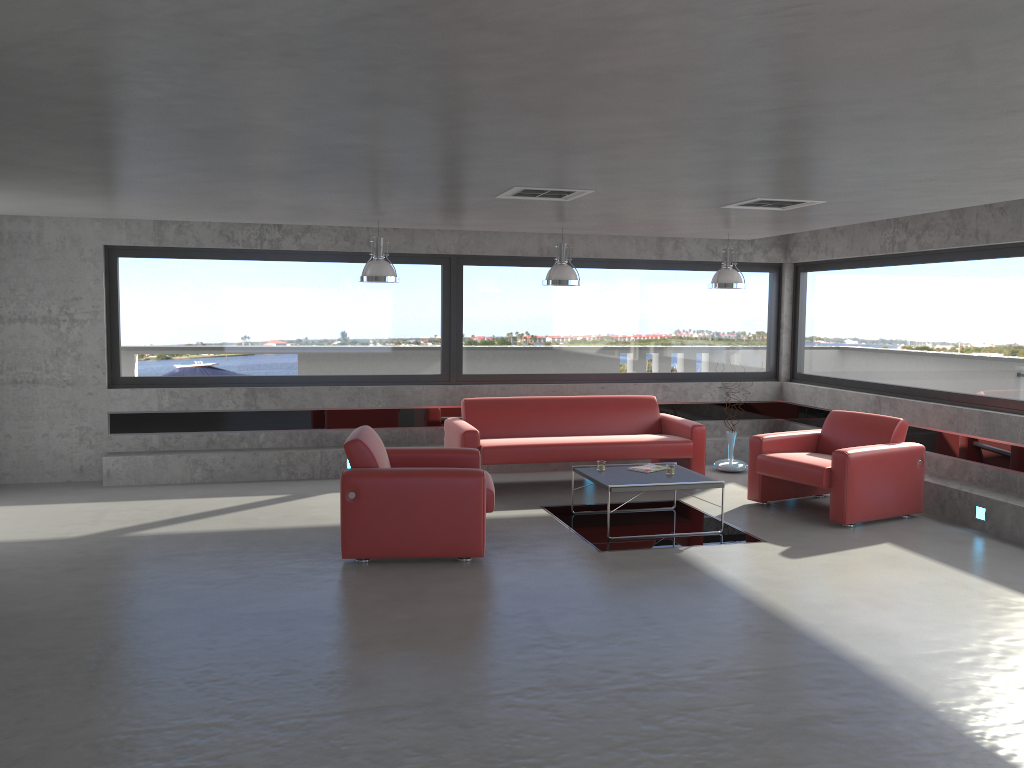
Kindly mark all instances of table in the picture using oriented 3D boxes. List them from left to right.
[{"bbox_3d":[1.147,0.989,7.683,1.018,0.436,0.994,-1,5,-14],"label":"table"}]

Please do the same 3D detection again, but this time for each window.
[{"bbox_3d":[-0.466,-0.755,10.328,7.800,1.364,0.003,-1,5,-14],"label":"window"},{"bbox_3d":[4.186,-0.597,8.969,0.003,1.364,4.583,-1,5,-14],"label":"window"}]

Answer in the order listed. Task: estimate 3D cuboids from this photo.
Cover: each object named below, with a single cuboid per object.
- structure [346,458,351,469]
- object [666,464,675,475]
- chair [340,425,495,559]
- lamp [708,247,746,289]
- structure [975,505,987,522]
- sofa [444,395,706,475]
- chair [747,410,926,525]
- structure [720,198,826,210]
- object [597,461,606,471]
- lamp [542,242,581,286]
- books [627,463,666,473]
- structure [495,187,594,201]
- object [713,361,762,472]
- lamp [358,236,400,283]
[{"bbox_3d":[-1.739,0.866,9.649,0.123,0.123,0.004,-1,5,-14],"label":"structure"},{"bbox_3d":[1.379,0.743,7.720,0.079,0.077,0.079,0,5,-6],"label":"object"},{"bbox_3d":[-0.709,0.783,6.920,1.130,0.854,1.196,0,5,-4],"label":"chair"},{"bbox_3d":[2.237,-1.205,9.212,0.389,0.422,0.388,-2,5,-25],"label":"lamp"},{"bbox_3d":[3.977,1.097,7.526,0.004,0.123,0.123,-1,5,-14],"label":"structure"},{"bbox_3d":[0.655,0.597,9.392,2.626,0.854,1.120,-1,5,-14],"label":"sofa"},{"bbox_3d":[2.956,0.715,8.218,1.130,0.854,1.196,-2,5,-29],"label":"chair"},{"bbox_3d":[1.954,-1.466,6.662,0.563,0.240,0.563,-1,5,-14],"label":"structure"},{"bbox_3d":[0.792,0.725,7.876,0.079,0.077,0.079,-2,5,-31],"label":"object"},{"bbox_3d":[0.493,-1.186,8.765,0.388,0.422,0.389,-1,5,-14],"label":"lamp"},{"bbox_3d":[1.223,0.752,7.939,0.326,0.022,0.228,-4,6,-44],"label":"books"},{"bbox_3d":[0.221,-1.448,6.218,0.563,0.240,0.563,-1,5,-14],"label":"structure"},{"bbox_3d":[2.575,0.362,10.290,0.466,1.289,0.531,0,5,-2],"label":"object"},{"bbox_3d":[-1.250,-1.168,8.318,0.388,0.422,0.389,-1,5,-14],"label":"lamp"}]
